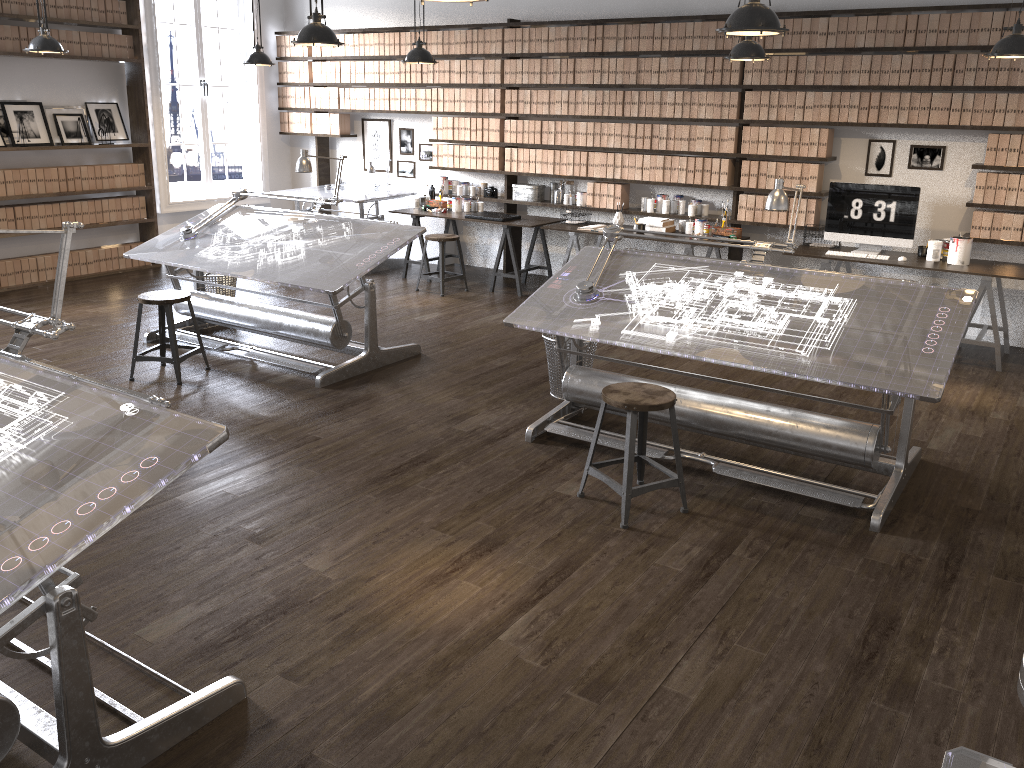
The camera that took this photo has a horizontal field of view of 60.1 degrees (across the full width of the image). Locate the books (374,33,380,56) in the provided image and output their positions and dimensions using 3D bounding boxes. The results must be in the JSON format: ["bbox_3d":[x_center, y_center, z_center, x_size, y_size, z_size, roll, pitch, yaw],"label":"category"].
[{"bbox_3d":[-1.356,-3.540,9.248,0.067,0.223,0.176,11,19,32],"label":"books"}]

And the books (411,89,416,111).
[{"bbox_3d":[-0.965,-2.925,9.134,0.067,0.223,0.176,11,19,32],"label":"books"}]

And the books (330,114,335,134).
[{"bbox_3d":[-1.929,-2.882,9.820,0.067,0.223,0.176,11,19,32],"label":"books"}]

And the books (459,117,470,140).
[{"bbox_3d":[-0.451,-2.556,8.881,0.067,0.223,0.176,11,19,32],"label":"books"}]

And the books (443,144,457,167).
[{"bbox_3d":[-0.628,-2.334,9.055,0.067,0.222,0.176,11,19,32],"label":"books"}]

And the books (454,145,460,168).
[{"bbox_3d":[-0.508,-2.309,8.981,0.067,0.223,0.176,11,19,32],"label":"books"}]

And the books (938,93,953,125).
[{"bbox_3d":[3.190,-2.016,6.496,0.067,0.223,0.176,11,19,32],"label":"books"}]

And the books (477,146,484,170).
[{"bbox_3d":[-0.273,-2.255,8.826,0.067,0.223,0.176,11,19,32],"label":"books"}]

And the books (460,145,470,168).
[{"bbox_3d":[-0.448,-2.296,8.946,0.067,0.223,0.176,11,19,32],"label":"books"}]

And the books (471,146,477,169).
[{"bbox_3d":[-0.334,-2.268,8.865,0.067,0.223,0.176,11,19,32],"label":"books"}]

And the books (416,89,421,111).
[{"bbox_3d":[-0.906,-2.914,9.103,0.067,0.222,0.176,11,19,32],"label":"books"}]

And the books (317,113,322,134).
[{"bbox_3d":[-2.097,-2.917,9.922,0.067,0.222,0.176,11,19,32],"label":"books"}]

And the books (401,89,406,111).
[{"bbox_3d":[-1.077,-2.952,9.212,0.067,0.223,0.176,11,19,32],"label":"books"}]

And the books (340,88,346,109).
[{"bbox_3d":[-1.792,-3.109,9.663,0.067,0.222,0.176,11,19,32],"label":"books"}]

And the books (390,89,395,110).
[{"bbox_3d":[-1.195,-2.978,9.288,0.067,0.223,0.176,11,19,32],"label":"books"}]

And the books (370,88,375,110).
[{"bbox_3d":[-1.430,-3.028,9.429,0.067,0.223,0.176,11,19,32],"label":"books"}]

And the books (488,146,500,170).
[{"bbox_3d":[-0.162,-2.233,8.764,0.067,0.222,0.176,11,19,32],"label":"books"}]

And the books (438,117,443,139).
[{"bbox_3d":[-0.676,-2.604,9.020,0.067,0.222,0.176,11,19,32],"label":"books"}]

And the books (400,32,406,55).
[{"bbox_3d":[-1.060,-3.478,9.068,0.067,0.223,0.176,11,19,32],"label":"books"}]

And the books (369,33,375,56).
[{"bbox_3d":[-1.414,-3.554,9.289,0.067,0.223,0.176,11,19,32],"label":"books"}]

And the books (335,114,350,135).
[{"bbox_3d":[-1.872,-2.868,9.782,0.067,0.223,0.176,11,19,32],"label":"books"}]

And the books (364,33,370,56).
[{"bbox_3d":[-1.470,-3.568,9.329,0.067,0.223,0.176,11,19,32],"label":"books"}]

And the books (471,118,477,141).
[{"bbox_3d":[-0.332,-2.530,8.806,0.067,0.223,0.176,11,19,32],"label":"books"}]

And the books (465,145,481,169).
[{"bbox_3d":[-0.392,-2.283,8.906,0.067,0.223,0.176,11,19,32],"label":"books"}]

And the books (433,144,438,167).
[{"bbox_3d":[-0.737,-2.357,9.121,0.067,0.223,0.176,11,19,32],"label":"books"}]

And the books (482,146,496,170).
[{"bbox_3d":[-0.218,-2.245,8.797,0.067,0.222,0.176,11,19,32],"label":"books"}]

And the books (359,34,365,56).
[{"bbox_3d":[-1.530,-3.580,9.365,0.067,0.223,0.176,11,19,32],"label":"books"}]

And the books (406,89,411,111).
[{"bbox_3d":[-1.018,-2.939,9.175,0.067,0.223,0.176,11,19,32],"label":"books"}]

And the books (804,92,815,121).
[{"bbox_3d":[2.379,-2.196,7.014,0.067,0.222,0.176,11,19,32],"label":"books"}]

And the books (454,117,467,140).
[{"bbox_3d":[-0.510,-2.569,8.918,0.067,0.223,0.176,11,19,32],"label":"books"}]

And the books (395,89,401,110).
[{"bbox_3d":[-1.138,-2.964,9.246,0.067,0.223,0.176,11,19,32],"label":"books"}]

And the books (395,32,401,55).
[{"bbox_3d":[-1.126,-3.490,9.104,0.067,0.223,0.176,11,19,32],"label":"books"}]

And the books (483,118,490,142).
[{"bbox_3d":[-0.208,-2.502,8.727,0.067,0.222,0.176,11,19,32],"label":"books"}]

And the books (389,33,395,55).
[{"bbox_3d":[-1.184,-3.505,9.147,0.067,0.222,0.176,11,19,32],"label":"books"}]

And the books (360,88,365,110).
[{"bbox_3d":[-1.549,-3.055,9.509,0.067,0.223,0.176,11,19,32],"label":"books"}]

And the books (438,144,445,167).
[{"bbox_3d":[-0.679,-2.346,9.090,0.067,0.222,0.176,11,19,32],"label":"books"}]

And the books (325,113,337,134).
[{"bbox_3d":[-1.991,-2.893,9.851,0.067,0.223,0.176,11,19,32],"label":"books"}]

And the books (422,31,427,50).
[{"bbox_3d":[-0.830,-3.424,8.915,0.067,0.223,0.176,11,19,32],"label":"books"}]

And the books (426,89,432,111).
[{"bbox_3d":[-0.795,-2.889,9.028,0.067,0.223,0.176,11,19,32],"label":"books"}]

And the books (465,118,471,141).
[{"bbox_3d":[-0.394,-2.542,8.840,0.067,0.223,0.176,11,19,32],"label":"books"}]

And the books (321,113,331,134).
[{"bbox_3d":[-2.044,-2.906,9.890,0.067,0.222,0.176,11,19,32],"label":"books"}]

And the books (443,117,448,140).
[{"bbox_3d":[-0.623,-2.593,8.988,0.067,0.222,0.176,11,19,32],"label":"books"}]

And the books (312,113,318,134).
[{"bbox_3d":[-2.159,-2.930,9.959,0.067,0.223,0.176,11,19,32],"label":"books"}]

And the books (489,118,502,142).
[{"bbox_3d":[-0.146,-2.488,8.685,0.067,0.222,0.176,11,19,32],"label":"books"}]

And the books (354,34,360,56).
[{"bbox_3d":[-1.591,-3.592,9.399,0.067,0.223,0.176,11,19,32],"label":"books"}]

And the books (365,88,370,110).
[{"bbox_3d":[-1.490,-3.041,9.468,0.067,0.223,0.176,11,19,32],"label":"books"}]

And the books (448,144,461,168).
[{"bbox_3d":[-0.568,-2.321,9.015,0.067,0.223,0.176,11,19,32],"label":"books"}]

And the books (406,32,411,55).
[{"bbox_3d":[-1.003,-3.463,9.027,0.067,0.223,0.176,11,19,32],"label":"books"}]

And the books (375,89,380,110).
[{"bbox_3d":[-1.375,-3.017,9.399,0.067,0.222,0.176,11,19,32],"label":"books"}]

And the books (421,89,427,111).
[{"bbox_3d":[-0.855,-2.902,9.068,0.067,0.222,0.176,11,19,32],"label":"books"}]

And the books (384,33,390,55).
[{"bbox_3d":[-1.240,-3.516,9.180,0.067,0.222,0.176,11,19,32],"label":"books"}]

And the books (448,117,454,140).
[{"bbox_3d":[-0.570,-2.580,8.949,0.067,0.223,0.176,11,19,32],"label":"books"}]

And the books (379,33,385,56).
[{"bbox_3d":[-1.295,-3.527,9.210,0.067,0.223,0.176,11,19,32],"label":"books"}]

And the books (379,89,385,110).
[{"bbox_3d":[-1.319,-3.006,9.367,0.067,0.222,0.176,11,19,32],"label":"books"}]

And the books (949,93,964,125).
[{"bbox_3d":[3.250,-2.003,6.457,0.067,0.223,0.176,11,19,32],"label":"books"}]

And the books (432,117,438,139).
[{"bbox_3d":[-0.738,-2.617,9.057,0.067,0.223,0.176,11,19,32],"label":"books"}]

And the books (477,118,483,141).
[{"bbox_3d":[-0.273,-2.515,8.762,0.067,0.223,0.176,11,19,32],"label":"books"}]

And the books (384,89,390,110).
[{"bbox_3d":[-1.260,-2.991,9.323,0.067,0.223,0.176,11,19,32],"label":"books"}]
